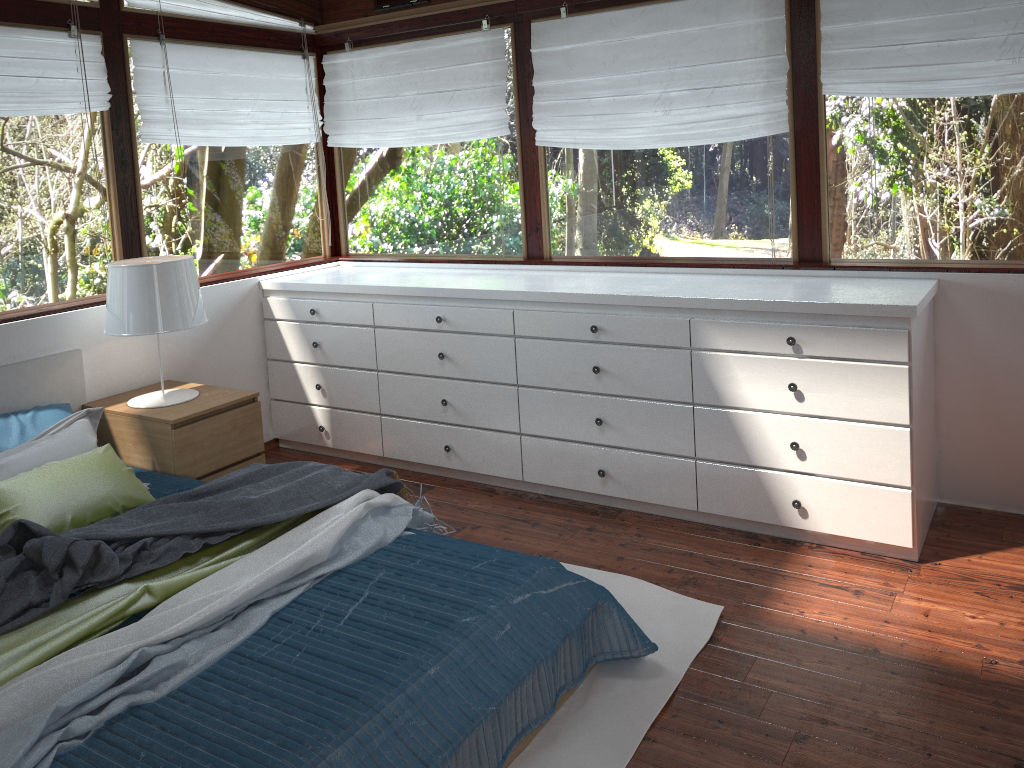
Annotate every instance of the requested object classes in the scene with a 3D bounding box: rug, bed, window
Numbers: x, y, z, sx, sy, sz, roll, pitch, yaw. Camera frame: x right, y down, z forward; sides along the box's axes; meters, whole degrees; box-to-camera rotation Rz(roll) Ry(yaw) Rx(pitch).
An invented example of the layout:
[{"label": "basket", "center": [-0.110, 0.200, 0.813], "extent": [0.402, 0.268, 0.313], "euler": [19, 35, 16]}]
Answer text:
[{"label": "rug", "center": [-0.776, 0.940, 2.059], "extent": [1.805, 0.048, 2.781], "euler": [6, 17, 31]}, {"label": "bed", "center": [-1.212, 0.558, 2.281], "extent": [2.583, 0.753, 2.191], "euler": [6, 16, 33]}, {"label": "window", "center": [1.002, -0.662, 0.701], "extent": [8.324, 1.894, 5.400], "euler": [6, 16, 32]}]

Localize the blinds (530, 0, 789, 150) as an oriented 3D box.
[{"label": "blinds", "center": [0.617, -1.377, 3.909], "extent": [1.230, 0.633, 0.054], "euler": [5, 8, 32]}]

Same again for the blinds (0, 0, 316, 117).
[{"label": "blinds", "center": [-1.783, -1.527, 3.931], "extent": [0.054, 0.640, 2.626], "euler": [-1, 13, 32]}]

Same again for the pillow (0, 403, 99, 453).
[{"label": "pillow", "center": [-1.895, 0.286, 3.116], "extent": [0.367, 0.311, 0.944], "euler": [3, 15, 30]}]

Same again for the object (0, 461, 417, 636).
[{"label": "object", "center": [-1.224, 0.578, 2.305], "extent": [0.632, 0.398, 2.170], "euler": [7, 17, 40]}]

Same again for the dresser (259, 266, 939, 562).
[{"label": "dresser", "center": [0.177, -0.031, 3.938], "extent": [3.125, 0.864, 0.629], "euler": [5, 11, 32]}]

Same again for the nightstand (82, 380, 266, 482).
[{"label": "nightstand", "center": [-1.416, 0.325, 3.680], "extent": [0.610, 0.531, 0.437], "euler": [3, 11, 32]}]

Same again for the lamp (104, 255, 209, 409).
[{"label": "lamp", "center": [-1.475, -0.226, 3.631], "extent": [0.405, 0.578, 0.415], "euler": [0, 9, 24]}]

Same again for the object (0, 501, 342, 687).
[{"label": "object", "center": [-1.060, 0.760, 2.156], "extent": [0.491, 0.437, 2.161], "euler": [2, 15, 28]}]

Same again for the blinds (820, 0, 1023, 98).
[{"label": "blinds", "center": [1.756, -1.318, 3.181], "extent": [1.224, 0.513, 0.054], "euler": [5, 8, 32]}]

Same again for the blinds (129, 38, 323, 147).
[{"label": "blinds", "center": [-1.413, -1.483, 4.513], "extent": [0.053, 0.495, 1.207], "euler": [-1, 12, 32]}]

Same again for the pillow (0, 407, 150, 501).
[{"label": "pillow", "center": [-1.626, 0.305, 2.941], "extent": [0.360, 0.382, 0.875], "euler": [1, 13, 27]}]

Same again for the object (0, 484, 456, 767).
[{"label": "object", "center": [-0.775, 0.747, 1.930], "extent": [0.537, 0.367, 2.213], "euler": [2, 15, 27]}]

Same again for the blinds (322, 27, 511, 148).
[{"label": "blinds", "center": [-0.545, -1.542, 4.639], "extent": [1.245, 0.546, 0.054], "euler": [5, 8, 32]}]

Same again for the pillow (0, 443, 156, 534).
[{"label": "pillow", "center": [-1.692, 0.480, 2.491], "extent": [0.311, 0.214, 1.414], "euler": [3, 16, 31]}]
